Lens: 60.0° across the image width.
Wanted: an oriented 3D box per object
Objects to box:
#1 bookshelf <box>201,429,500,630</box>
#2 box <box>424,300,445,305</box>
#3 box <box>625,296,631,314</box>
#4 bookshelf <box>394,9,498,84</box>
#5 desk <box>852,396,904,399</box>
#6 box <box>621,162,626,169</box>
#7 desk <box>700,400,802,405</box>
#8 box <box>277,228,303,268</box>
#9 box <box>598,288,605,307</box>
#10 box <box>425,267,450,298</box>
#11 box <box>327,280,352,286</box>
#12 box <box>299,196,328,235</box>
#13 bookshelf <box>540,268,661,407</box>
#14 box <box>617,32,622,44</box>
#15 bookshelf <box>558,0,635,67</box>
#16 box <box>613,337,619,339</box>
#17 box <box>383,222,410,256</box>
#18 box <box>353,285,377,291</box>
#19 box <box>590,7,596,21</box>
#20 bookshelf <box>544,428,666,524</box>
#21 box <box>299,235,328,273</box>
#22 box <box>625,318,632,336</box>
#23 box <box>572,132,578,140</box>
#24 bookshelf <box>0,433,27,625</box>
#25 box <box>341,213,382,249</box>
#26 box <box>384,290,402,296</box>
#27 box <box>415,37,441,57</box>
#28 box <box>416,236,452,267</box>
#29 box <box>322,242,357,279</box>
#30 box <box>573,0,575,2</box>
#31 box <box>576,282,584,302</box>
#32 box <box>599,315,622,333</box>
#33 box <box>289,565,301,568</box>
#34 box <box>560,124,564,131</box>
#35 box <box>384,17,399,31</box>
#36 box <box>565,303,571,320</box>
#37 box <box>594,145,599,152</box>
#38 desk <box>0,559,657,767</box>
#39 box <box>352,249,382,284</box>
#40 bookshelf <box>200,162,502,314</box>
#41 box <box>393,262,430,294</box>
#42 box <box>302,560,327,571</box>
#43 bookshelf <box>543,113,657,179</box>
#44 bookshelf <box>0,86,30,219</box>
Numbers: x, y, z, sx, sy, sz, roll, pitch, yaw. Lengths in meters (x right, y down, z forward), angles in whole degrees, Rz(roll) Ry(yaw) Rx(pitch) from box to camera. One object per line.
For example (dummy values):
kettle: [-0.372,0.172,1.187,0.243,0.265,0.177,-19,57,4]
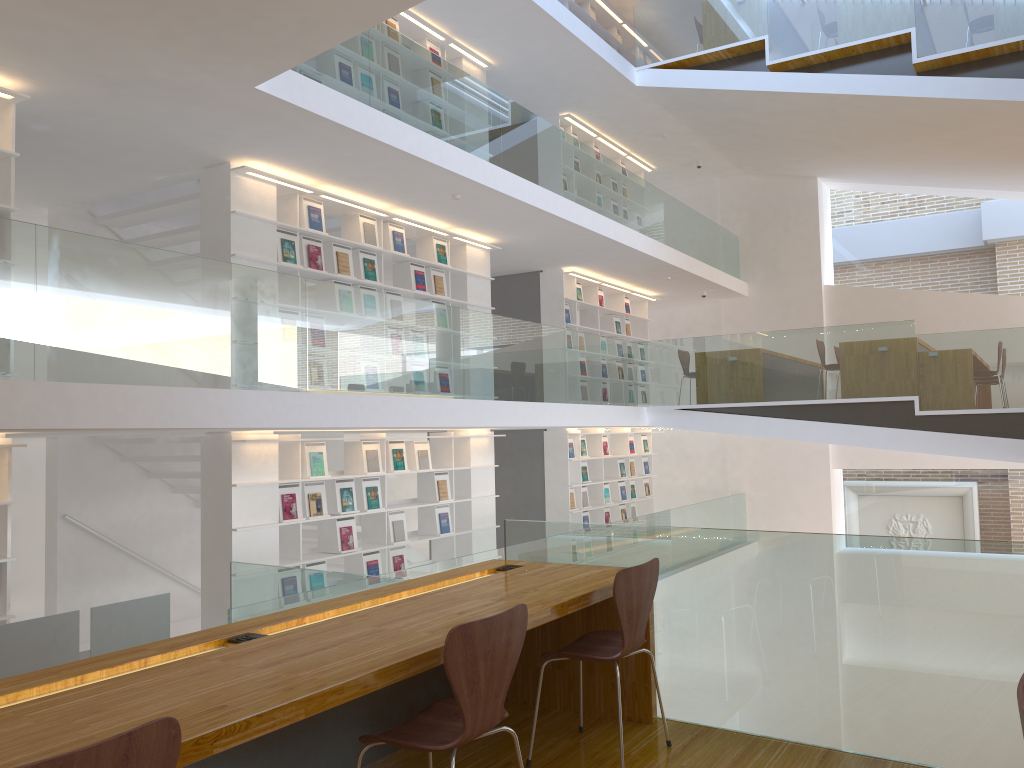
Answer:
bookshelf: [-1.252,1.348,8.215,0.397,1.836,3.666,-3,-4,31]
box: [-0.811,-0.692,9.052,0.274,0.296,0.245,-3,-4,31]
box: [1.639,-1.157,13.289,0.274,0.296,0.245,-3,-4,31]
bookshelf: [-1.303,-2.754,8.430,0.498,1.836,3.666,-3,-4,31]
desk: [4.840,-0.033,10.436,1.248,0.757,3.196,-3,-4,31]
box: [1.592,-3.200,13.410,0.274,0.296,0.245,-3,-4,31]
desk: [3.270,-0.017,11.386,0.760,0.606,3.194,-3,-4,31]
box: [-1.903,-1.102,7.279,0.274,0.296,0.245,-3,-4,31]
box: [1.165,-1.194,12.500,0.274,0.296,0.245,-3,-4,31]
box: [-0.820,-1.020,9.070,0.274,0.296,0.245,-3,-4,31]
box: [-1.552,-0.747,7.827,0.274,0.296,0.245,-3,-4,31]
box: [-1.753,-1.417,7.558,0.274,0.296,0.245,-3,-4,31]
bookshelf: [1.365,-0.516,12.638,0.498,1.836,2.984,-3,-4,31]
box: [1.546,-5.211,13.528,0.274,0.296,0.245,-3,-4,31]
bookshelf: [1.272,-4.570,12.877,0.498,1.836,2.984,-3,-4,31]
box: [1.467,-0.516,12.941,0.274,0.296,0.245,-3,-4,31]
box: [-1.170,-1.374,8.523,0.274,0.296,0.245,-3,-4,31]
box: [-1.377,-0.734,8.117,0.274,0.296,0.245,-3,-4,31]
box: [1.072,-5.248,12.739,0.274,0.296,0.245,-3,-4,31]
bookshelf: [1.412,1.540,12.516,0.498,1.836,2.984,-3,-4,31]
box: [-1.756,-1.088,7.545,0.274,0.296,0.245,-3,-4,31]
box: [1.647,-0.830,13.270,0.274,0.296,0.245,-3,-4,31]
box: [0.765,-3.261,12.041,0.274,0.296,0.245,-3,-4,31]
bookshelf: [-3.774,1.154,3.940,0.498,1.836,2.984,-3,-4,31]
box: [-1.386,-1.390,8.166,0.274,0.296,0.245,-3,-4,31]
box: [-1.186,-0.720,8.433,0.274,0.296,0.245,-3,-4,31]
box: [-0.878,-3.391,9.204,0.274,0.296,0.245,-3,-4,31]
box: [-0.802,-1.346,9.131,0.274,0.296,0.245,-3,-4,31]
box: [-1.560,-1.075,7.845,0.274,0.296,0.245,-3,-4,31]
box: [0.719,-5.272,12.160,0.274,0.296,0.245,-3,-4,31]
box: [0.812,-1.219,11.921,0.274,0.296,0.245,-3,-4,31]
box: [1.460,-0.843,12.960,0.274,0.296,0.245,-3,-4,31]
box: [-1.838,1.612,7.122,0.274,0.296,0.245,-3,-4,31]
box: [0.560,-3.277,11.702,0.274,0.296,0.245,-3,-4,31]
box: [-1.239,-3.418,8.606,0.274,0.296,0.245,-3,-4,31]
box: [0.623,-0.906,11.576,0.274,0.296,0.245,-3,-4,31]
box: [1.118,-3.237,12.620,0.274,0.296,0.245,-3,-4,31]
desk: [-0.781,1.176,2.549,1.285,0.918,3.236,-3,-4,31]
box: [-1.382,-1.062,8.141,0.274,0.296,0.245,-3,-4,31]
bookshelf: [-1.256,-0.711,8.310,0.498,1.836,3.666,-3,-4,31]
box: [-0.995,-1.036,8.780,0.274,0.296,0.245,-3,-4,31]
box: [-1.685,1.624,7.375,0.274,0.296,0.245,-3,-4,31]
bookshelf: [1.318,-2.559,12.758,0.498,1.836,2.984,-3,-4,31]
bookshelf: [-3.821,-0.903,4.061,0.498,1.836,2.984,-3,-4,31]
